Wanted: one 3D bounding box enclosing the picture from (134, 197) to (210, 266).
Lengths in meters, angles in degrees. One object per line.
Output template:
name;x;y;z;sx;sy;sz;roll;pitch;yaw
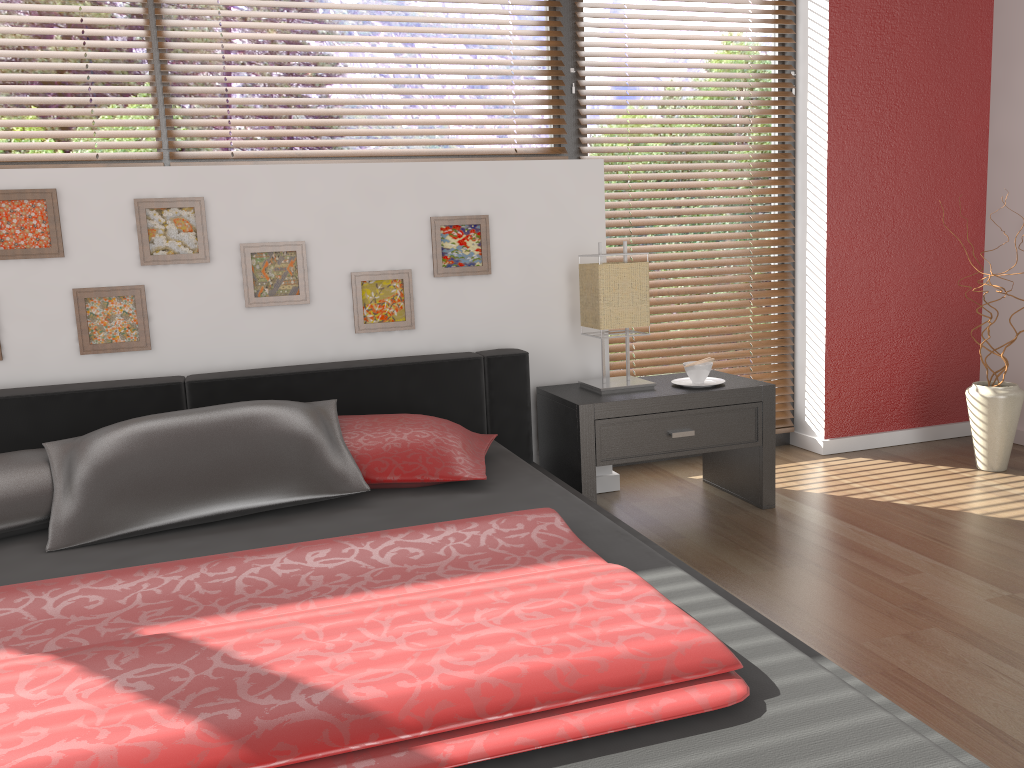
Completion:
picture;-1.039;-0.468;2.715;0.200;0.200;0.010;-5;9;-17

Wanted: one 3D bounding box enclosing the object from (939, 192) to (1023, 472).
object;1.736;-0.186;3.260;0.422;1.035;0.364;-11;12;-41

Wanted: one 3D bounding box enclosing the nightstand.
nightstand;0.490;0.215;3.045;0.700;0.423;0.413;-5;9;-17

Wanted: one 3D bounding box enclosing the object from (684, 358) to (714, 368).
object;0.628;-0.071;2.972;0.007;0.007;0.192;5;12;41

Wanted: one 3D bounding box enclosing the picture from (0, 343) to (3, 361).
picture;-1.606;-0.160;2.577;0.200;0.200;0.010;-5;9;-17

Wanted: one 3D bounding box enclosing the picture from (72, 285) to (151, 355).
picture;-1.215;-0.195;2.697;0.200;0.200;0.010;-5;9;-17

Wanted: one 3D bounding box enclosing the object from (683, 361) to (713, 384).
object;0.628;-0.036;2.994;0.099;0.069;0.099;-1;9;8

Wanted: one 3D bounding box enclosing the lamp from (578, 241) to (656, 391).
lamp;0.344;-0.235;2.975;0.200;0.480;0.200;-5;9;-17

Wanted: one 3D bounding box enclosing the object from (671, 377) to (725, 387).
object;0.630;-0.004;2.999;0.179;0.012;0.179;-1;9;8

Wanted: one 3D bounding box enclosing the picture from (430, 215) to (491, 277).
picture;-0.171;-0.466;2.994;0.200;0.200;0.010;-5;9;-17

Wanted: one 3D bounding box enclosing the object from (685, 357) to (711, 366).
object;0.629;-0.075;2.995;0.007;0.007;0.192;4;11;37

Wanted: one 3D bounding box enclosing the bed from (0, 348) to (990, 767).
bed;-0.763;0.422;1.611;2.469;0.577;2.413;-5;9;-17

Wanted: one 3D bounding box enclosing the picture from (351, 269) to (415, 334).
picture;-0.426;-0.274;2.940;0.200;0.200;0.010;-5;9;-17

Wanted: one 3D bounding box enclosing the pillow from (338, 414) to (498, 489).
pillow;-0.419;0.183;2.449;0.745;0.172;0.418;-2;9;2

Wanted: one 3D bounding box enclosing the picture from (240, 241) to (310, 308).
picture;-0.753;-0.350;2.823;0.200;0.200;0.010;-5;9;-17

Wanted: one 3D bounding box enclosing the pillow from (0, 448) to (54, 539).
pillow;-1.271;0.273;2.131;0.745;0.172;0.418;-11;12;-41

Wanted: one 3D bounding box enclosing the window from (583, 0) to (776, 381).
window;0.698;-0.787;3.603;0.889;1.893;0.020;-5;9;-17

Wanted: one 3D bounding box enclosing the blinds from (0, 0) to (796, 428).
blinds;-1.138;-0.568;2.971;4.840;1.952;0.032;-5;9;-17

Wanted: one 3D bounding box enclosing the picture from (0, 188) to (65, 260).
picture;-1.429;-0.466;2.589;0.200;0.200;0.010;-5;9;-17

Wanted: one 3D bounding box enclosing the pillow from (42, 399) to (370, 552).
pillow;-0.759;0.187;2.192;0.744;0.241;0.386;-6;10;-22

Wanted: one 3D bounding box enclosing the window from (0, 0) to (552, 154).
window;-1.181;-1.148;2.946;2.817;0.786;0.020;-5;9;-17
